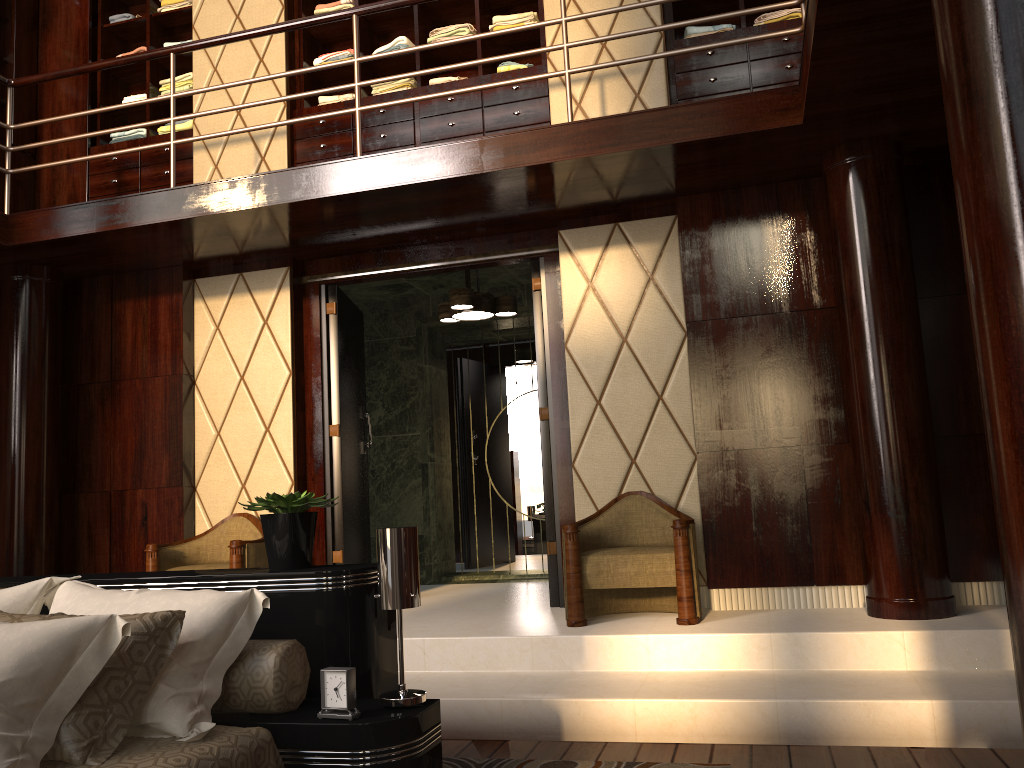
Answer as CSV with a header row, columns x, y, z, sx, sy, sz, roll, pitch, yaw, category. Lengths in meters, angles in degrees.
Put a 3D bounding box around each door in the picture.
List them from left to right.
x,y,z,sx,sy,sz,roll,pitch,yaw,category
-0.361,0.327,5.056,1.435,1.820,0.828,-5,-8,14,door

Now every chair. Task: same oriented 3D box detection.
x,y,z,sx,sy,sz,roll,pitch,yaw,category
-1.467,0.924,4.409,0.571,0.550,0.462,-5,-8,15,chair
0.528,0.745,3.880,0.571,0.550,0.462,-5,-8,15,chair

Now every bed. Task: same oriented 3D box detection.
x,y,z,sx,sy,sz,roll,pitch,yaw,category
-1.367,0.734,1.385,1.985,0.660,2.381,-5,-8,15,bed

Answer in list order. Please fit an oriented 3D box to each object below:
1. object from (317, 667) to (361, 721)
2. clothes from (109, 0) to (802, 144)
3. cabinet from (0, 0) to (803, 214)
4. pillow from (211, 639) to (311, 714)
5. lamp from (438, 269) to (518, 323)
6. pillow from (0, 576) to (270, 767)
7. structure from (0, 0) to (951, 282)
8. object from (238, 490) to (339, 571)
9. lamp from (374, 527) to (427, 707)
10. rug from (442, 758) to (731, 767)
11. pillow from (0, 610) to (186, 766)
x,y,z,sx,sy,sz,roll,pitch,yaw,category
-0.373,0.665,1.905,0.088,0.103,0.034,-6,-8,23,object
-0.922,-2.034,5.172,4.996,0.954,0.818,-4,-8,8,clothes
-0.693,-2.119,4.365,6.767,2.432,2.576,-5,-8,15,cabinet
-1.157,0.720,2.189,1.396,0.167,0.173,-5,-8,15,pillow
-0.286,-0.582,5.513,0.515,0.347,0.467,5,-11,-45,lamp
-1.235,0.604,1.896,1.322,0.320,0.685,-5,-8,16,pillow
-0.924,-0.365,2.899,6.107,3.189,3.750,-5,-8,15,structure
-0.589,0.385,2.346,0.256,0.205,0.241,-3,-8,-3,object
-0.254,0.521,2.018,0.106,0.385,0.109,-6,-8,22,lamp
-1.251,1.034,1.195,2.910,0.006,3.735,-5,-8,15,rug
-1.216,0.624,1.861,1.123,0.271,0.293,-5,-8,15,pillow
